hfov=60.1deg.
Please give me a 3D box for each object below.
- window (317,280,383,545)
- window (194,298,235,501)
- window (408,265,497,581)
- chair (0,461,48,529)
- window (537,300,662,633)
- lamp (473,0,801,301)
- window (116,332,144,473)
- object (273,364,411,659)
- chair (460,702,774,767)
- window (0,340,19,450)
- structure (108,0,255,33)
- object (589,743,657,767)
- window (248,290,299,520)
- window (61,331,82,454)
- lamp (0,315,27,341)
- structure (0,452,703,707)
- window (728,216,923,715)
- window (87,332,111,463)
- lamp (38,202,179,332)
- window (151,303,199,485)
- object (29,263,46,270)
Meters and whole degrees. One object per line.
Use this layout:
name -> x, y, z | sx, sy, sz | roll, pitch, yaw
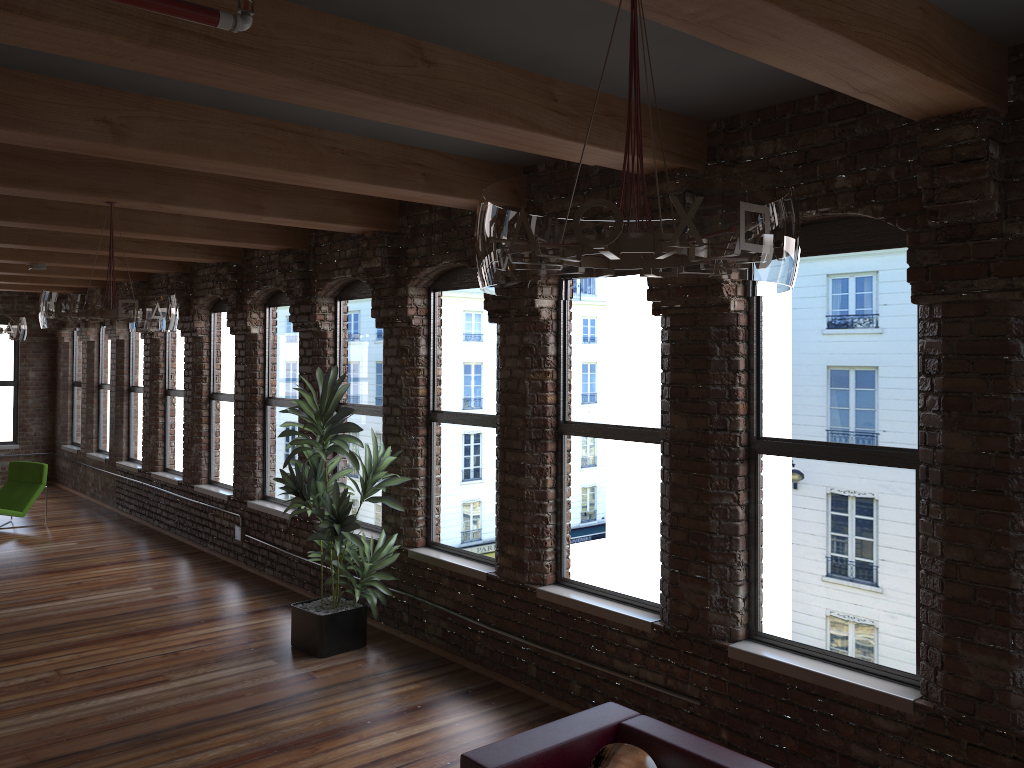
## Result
window -> -1.336, 0.188, 7.614 | 0.235, 2.217, 0.968 | 1, -1, -40
window -> -3.230, 0.117, 9.855 | 0.236, 2.217, 0.968 | 1, -1, -40
window -> -0.388, 0.224, 6.493 | 0.235, 2.217, 0.968 | 1, -1, -40
chair -> -6.411, 1.407, 10.978 | 0.680, 0.797, 0.956 | 0, 0, 25
window -> 0.558, 0.260, 5.374 | 0.235, 2.217, 0.968 | 1, -1, -40
lamp -> 0.310, -0.643, 2.254 | 0.809, 0.815, 0.809 | 0, 0, 1
window -> -5.124, 0.046, 12.092 | 0.233, 2.217, 0.968 | 1, -1, -40
object -> -1.328, 0.901, 6.656 | 0.966, 2.105, 1.080 | 1, -1, -27
chair -> 0.466, 1.749, 3.329 | 0.865, 0.593, 1.071 | 0, 1, -40
window -> -8.598, -0.037, 14.484 | 0.968, 2.220, 0.218 | 1, -1, -40
structure -> -3.300, -0.958, 0.216 | 6.807, 0.112, 0.051 | -1, 0, -40
object -> 0.333, 1.572, 3.302 | 0.365, 0.297, 0.754 | 1, 1, 21
window -> -2.284, 0.153, 8.733 | 0.232, 2.217, 0.968 | 1, -1, -40
window -> -7.037, -0.026, 14.354 | 0.232, 2.217, 0.968 | 1, -1, -40
lamp -> -5.356, -0.856, 8.953 | 0.809, 0.815, 0.809 | 0, 0, -4
structure -> -3.475, 1.416, 9.887 | 13.707, 0.313, 1.633 | 2, 2, 43
window -> 1.505, 0.295, 4.254 | 0.235, 2.217, 0.968 | 1, -1, -40
window -> -6.073, 0.011, 13.213 | 0.231, 2.217, 0.968 | 1, -1, -40
lamp -> -2.549, -0.750, 5.633 | 0.809, 0.815, 0.809 | 0, 0, 2
window -> -4.180, 0.082, 10.974 | 0.230, 2.217, 0.968 | 1, -1, -40
object -> -4.989, -1.242, 9.318 | 0.145, 0.072, 0.147 | -1, 1, -40
